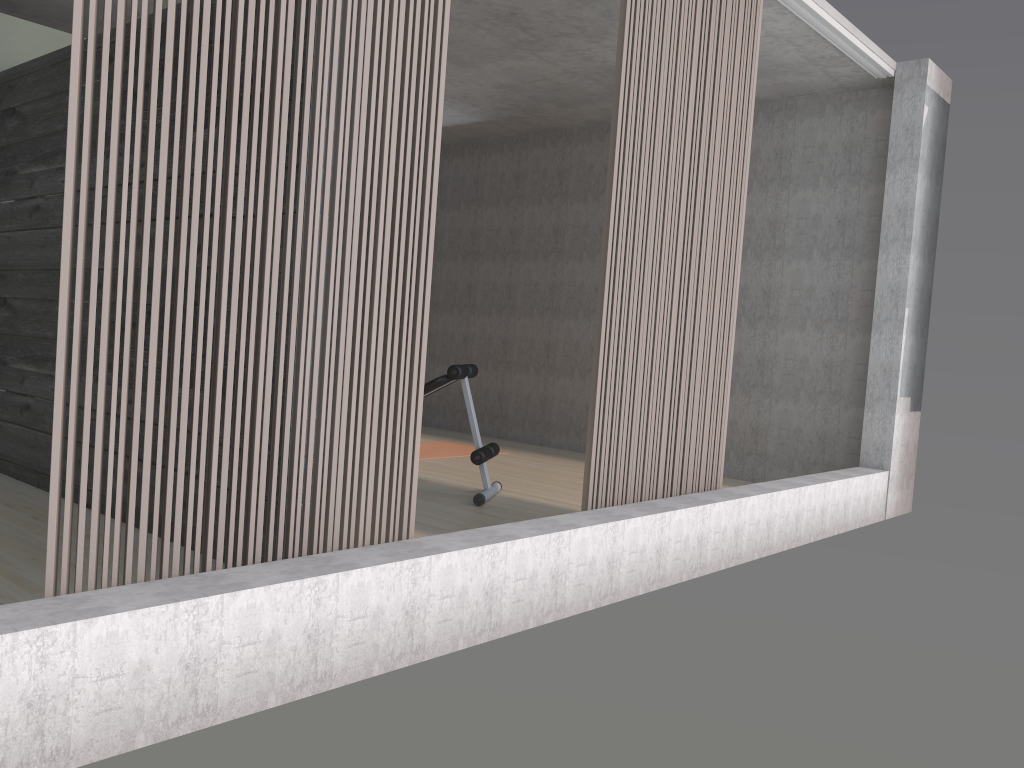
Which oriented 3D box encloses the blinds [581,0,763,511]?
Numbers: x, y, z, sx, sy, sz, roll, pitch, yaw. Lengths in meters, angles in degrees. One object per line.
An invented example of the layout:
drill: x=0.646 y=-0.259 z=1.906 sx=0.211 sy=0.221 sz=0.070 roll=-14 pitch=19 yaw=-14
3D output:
blinds: x=0.733 y=-0.611 z=3.886 sx=0.069 sy=2.744 sz=1.133 roll=7 pitch=4 yaw=41

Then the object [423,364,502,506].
object: x=-0.721 y=0.226 z=5.096 sx=1.312 sy=0.746 sz=0.505 roll=5 pitch=3 yaw=10

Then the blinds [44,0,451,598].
blinds: x=-0.599 y=-0.637 z=2.349 sx=0.069 sy=2.744 sz=1.133 roll=7 pitch=4 yaw=41

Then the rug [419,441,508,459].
rug: x=-1.205 y=0.508 z=6.343 sx=0.716 sy=0.002 sz=2.779 roll=7 pitch=4 yaw=41
